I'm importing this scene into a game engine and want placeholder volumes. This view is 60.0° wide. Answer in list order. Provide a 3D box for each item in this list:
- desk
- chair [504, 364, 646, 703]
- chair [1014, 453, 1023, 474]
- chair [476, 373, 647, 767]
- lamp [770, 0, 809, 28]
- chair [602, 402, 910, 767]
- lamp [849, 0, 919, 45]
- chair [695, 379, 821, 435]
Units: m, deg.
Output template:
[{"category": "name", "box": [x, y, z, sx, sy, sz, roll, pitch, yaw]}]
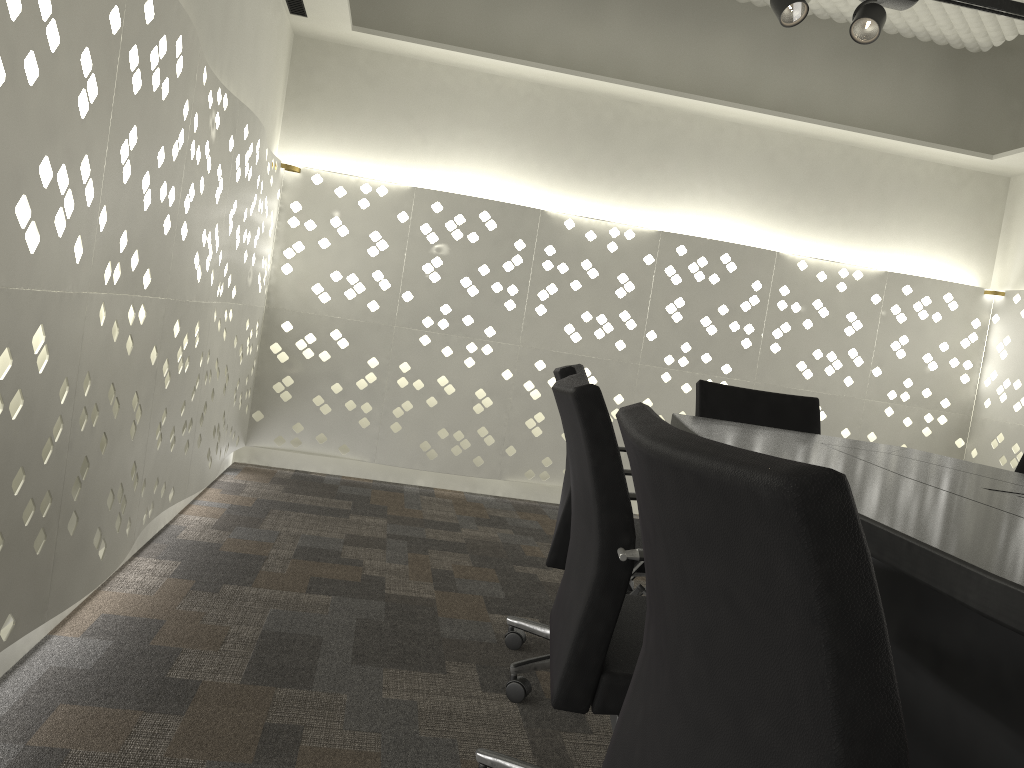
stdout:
[{"category": "desk", "box": [0.985, 0.587, 0.921, 1.223, 0.658, 3.364, 8, 3, -8]}, {"category": "chair", "box": [0.294, 0.359, 2.151, 0.579, 0.757, 0.559, 10, 3, 11]}, {"category": "chair", "box": [1.347, 0.516, 2.288, 0.579, 0.757, 0.559, 8, 3, -19]}, {"category": "chair", "box": [0.257, 0.394, 1.415, 0.579, 0.757, 0.559, 9, 3, 6]}, {"category": "lamp", "box": [0.883, -1.213, 2.738, 0.213, 0.224, 0.126, 9, 3, -5]}, {"category": "chair", "box": [0.296, 0.435, 0.780, 0.579, 0.757, 0.559, 9, 3, -4]}, {"category": "lamp", "box": [1.160, -1.173, 2.788, 0.214, 0.224, 0.118, 8, 3, -19]}, {"category": "chair", "box": [0.780, 0.405, 2.683, 0.559, 0.757, 0.579, 9, 3, -4]}]
